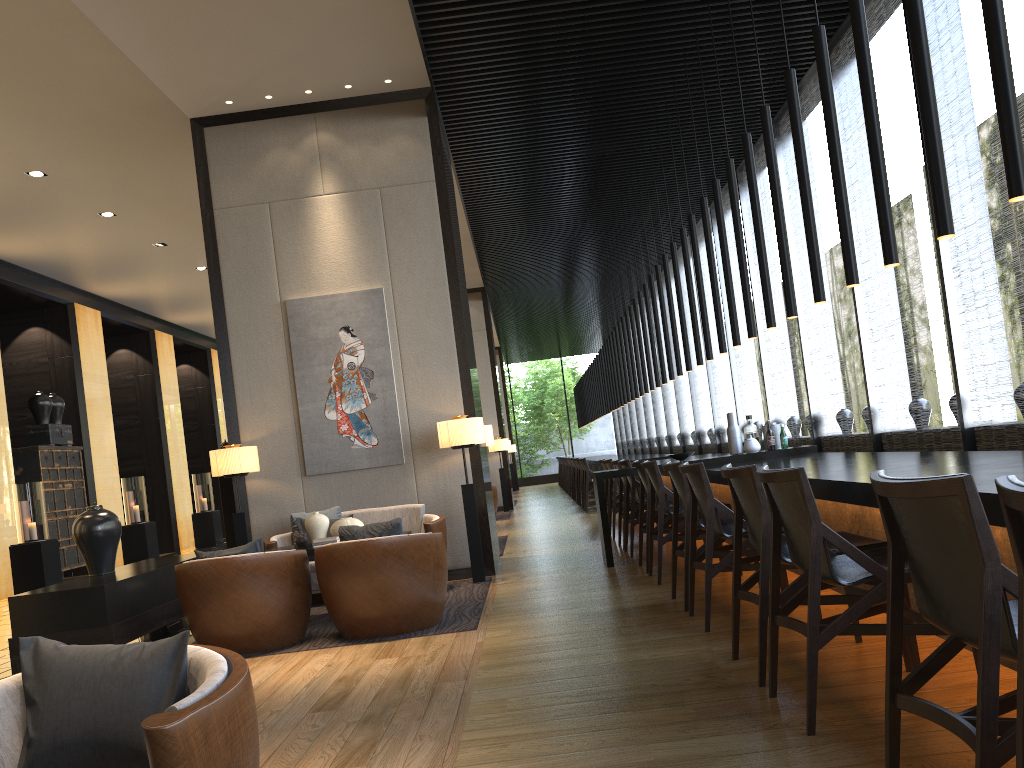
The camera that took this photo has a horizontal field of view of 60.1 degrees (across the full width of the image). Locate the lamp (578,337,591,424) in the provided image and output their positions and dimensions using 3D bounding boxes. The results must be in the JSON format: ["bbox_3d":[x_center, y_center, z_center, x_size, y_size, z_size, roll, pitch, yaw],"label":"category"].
[{"bbox_3d":[1.838,-0.179,22.767,0.060,2.417,0.060,-6,-2,-34],"label":"lamp"}]

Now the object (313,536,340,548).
[{"bbox_3d":[-1.284,1.092,6.128,0.174,0.051,0.138,-7,-4,-3],"label":"object"}]

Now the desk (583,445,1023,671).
[{"bbox_3d":[1.691,1.384,12.135,1.780,0.758,28.806,-7,-5,0],"label":"desk"}]

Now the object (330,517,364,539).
[{"bbox_3d":[-1.176,1.040,6.323,0.245,0.167,0.246,-7,-4,4],"label":"object"}]

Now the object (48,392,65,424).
[{"bbox_3d":[-6.634,0.360,12.808,0.311,0.492,0.313,-6,-2,-18],"label":"object"}]

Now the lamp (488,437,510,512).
[{"bbox_3d":[-0.175,1.650,16.095,0.376,1.349,0.374,-8,-2,19],"label":"lamp"}]

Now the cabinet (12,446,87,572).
[{"bbox_3d":[-6.551,1.867,12.573,0.547,1.920,1.189,-7,-2,1],"label":"cabinet"}]

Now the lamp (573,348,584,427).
[{"bbox_3d":[1.886,0.025,25.289,0.060,2.417,0.060,-7,-1,6],"label":"lamp"}]

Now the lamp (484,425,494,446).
[{"bbox_3d":[-0.310,1.076,8.980,0.374,1.349,0.376,-7,-2,-9],"label":"lamp"}]

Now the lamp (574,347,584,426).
[{"bbox_3d":[1.877,-0.014,24.808,0.060,2.417,0.060,-7,-1,6],"label":"lamp"}]

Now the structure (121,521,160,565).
[{"bbox_3d":[-5.869,2.530,13.970,0.402,0.657,0.403,-7,-2,1],"label":"structure"}]

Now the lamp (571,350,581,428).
[{"bbox_3d":[1.905,0.107,26.309,0.060,2.417,0.060,-7,-1,6],"label":"lamp"}]

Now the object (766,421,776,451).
[{"bbox_3d":[2.078,0.416,7.131,0.067,0.237,0.067,-7,-2,-6],"label":"object"}]

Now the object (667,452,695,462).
[{"bbox_3d":[1.387,0.601,7.242,0.227,0.067,0.228,-7,-4,3],"label":"object"}]

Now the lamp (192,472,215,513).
[{"bbox_3d":[-5.901,2.073,16.927,0.337,0.728,0.337,-7,-2,3],"label":"lamp"}]

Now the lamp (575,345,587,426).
[{"bbox_3d":[1.867,-0.055,24.301,0.060,2.417,0.060,-7,-1,6],"label":"lamp"}]

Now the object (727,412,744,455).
[{"bbox_3d":[1.820,0.405,7.256,0.113,0.344,0.113,-7,-2,-4],"label":"object"}]

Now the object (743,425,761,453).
[{"bbox_3d":[1.924,0.445,7.129,0.135,0.217,0.136,-7,-2,-12],"label":"object"}]

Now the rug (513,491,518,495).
[{"bbox_3d":[-0.816,3.068,24.058,1.958,0.008,2.247,-7,-5,1],"label":"rug"}]

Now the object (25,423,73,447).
[{"bbox_3d":[-6.578,0.747,12.624,0.365,0.314,0.607,-7,-4,1],"label":"object"}]

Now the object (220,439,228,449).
[{"bbox_3d":[-2.576,0.625,8.119,0.176,0.245,0.116,-7,-2,1],"label":"object"}]

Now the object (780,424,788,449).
[{"bbox_3d":[2.173,0.421,7.089,0.056,0.197,0.056,-7,-2,2],"label":"object"}]

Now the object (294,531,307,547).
[{"bbox_3d":[-1.516,1.110,6.361,0.091,0.112,0.091,-5,-3,-37],"label":"object"}]

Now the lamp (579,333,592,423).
[{"bbox_3d":[1.828,-0.220,22.258,0.060,2.417,0.060,-6,-2,-34],"label":"lamp"}]

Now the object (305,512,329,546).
[{"bbox_3d":[-1.376,1.023,6.271,0.172,0.235,0.171,-9,-3,36],"label":"object"}]

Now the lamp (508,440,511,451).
[{"bbox_3d":[-0.141,1.795,17.903,0.376,1.349,0.374,-8,-2,19],"label":"lamp"}]

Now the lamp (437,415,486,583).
[{"bbox_3d":[-0.344,0.931,7.172,0.376,1.349,0.374,-8,-2,30],"label":"lamp"}]

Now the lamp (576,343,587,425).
[{"bbox_3d":[1.858,-0.096,23.794,0.060,2.417,0.060,-6,-2,-34],"label":"lamp"}]

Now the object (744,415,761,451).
[{"bbox_3d":[1.970,0.409,7.297,0.129,0.305,0.129,-7,-2,-13],"label":"object"}]

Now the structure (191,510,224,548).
[{"bbox_3d":[-5.813,2.766,16.905,0.402,0.657,0.403,-7,-2,1],"label":"structure"}]

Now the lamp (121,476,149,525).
[{"bbox_3d":[-5.957,1.836,13.992,0.337,0.728,0.337,-7,-2,3],"label":"lamp"}]

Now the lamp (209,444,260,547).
[{"bbox_3d":[-2.192,1.167,7.202,0.374,1.346,0.376,-6,-2,-38],"label":"lamp"}]

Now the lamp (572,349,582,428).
[{"bbox_3d":[1.896,0.066,25.802,0.060,2.417,0.060,-7,-1,6],"label":"lamp"}]

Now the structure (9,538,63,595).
[{"bbox_3d":[-5.924,2.293,11.035,0.402,0.657,0.403,-7,-2,1],"label":"structure"}]

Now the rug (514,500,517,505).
[{"bbox_3d":[-0.914,2.653,18.916,2.041,0.008,2.247,-7,-5,1],"label":"rug"}]

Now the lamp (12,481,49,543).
[{"bbox_3d":[-6.013,1.599,11.056,0.337,0.728,0.337,-7,-2,6],"label":"lamp"}]

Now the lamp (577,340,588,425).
[{"bbox_3d":[1.848,-0.137,23.281,0.060,2.417,0.060,-6,-2,-34],"label":"lamp"}]

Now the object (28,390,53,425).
[{"bbox_3d":[-6.641,0.333,12.476,0.310,0.492,0.313,-6,-3,-33],"label":"object"}]

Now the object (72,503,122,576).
[{"bbox_3d":[-2.848,1.063,6.093,0.312,0.492,0.311,-8,-2,19],"label":"object"}]

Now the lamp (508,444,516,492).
[{"bbox_3d":[-0.005,2.374,25.085,0.376,1.349,0.374,-8,-2,30],"label":"lamp"}]

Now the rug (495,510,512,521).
[{"bbox_3d":[-0.986,2.348,15.121,1.958,0.008,2.247,-7,-5,1],"label":"rug"}]

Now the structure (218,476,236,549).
[{"bbox_3d":[-2.466,1.341,8.098,0.240,1.216,0.240,-7,-1,1],"label":"structure"}]

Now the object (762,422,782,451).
[{"bbox_3d":[2.140,0.426,7.241,0.168,0.219,0.169,-7,-3,-4],"label":"object"}]
